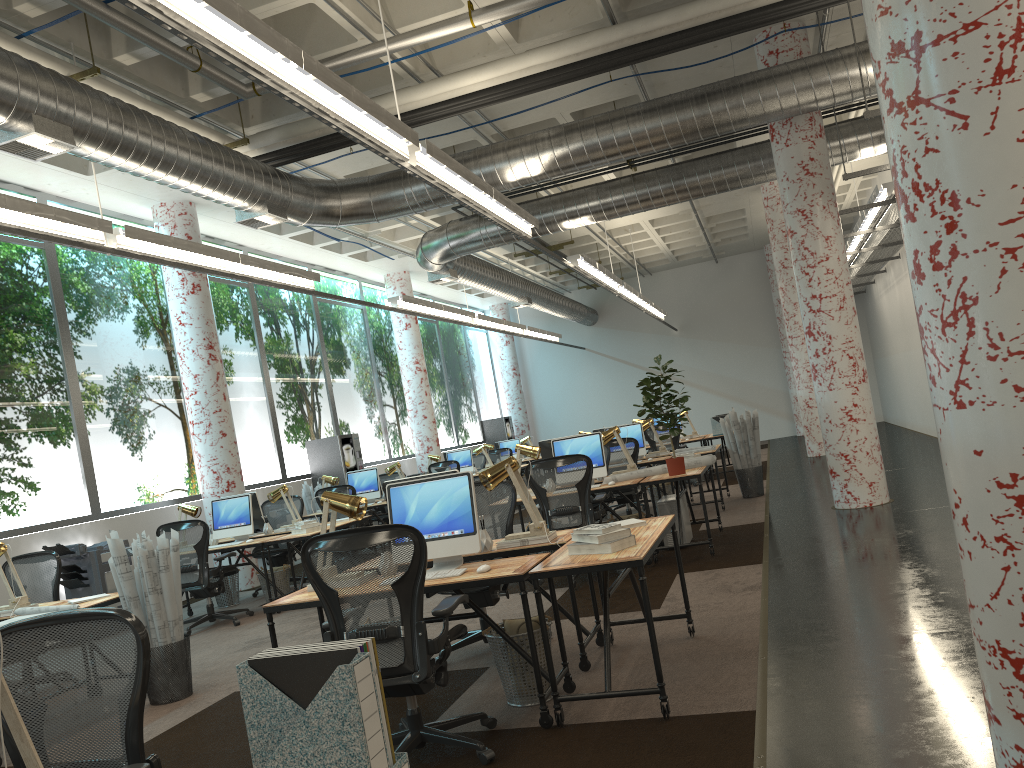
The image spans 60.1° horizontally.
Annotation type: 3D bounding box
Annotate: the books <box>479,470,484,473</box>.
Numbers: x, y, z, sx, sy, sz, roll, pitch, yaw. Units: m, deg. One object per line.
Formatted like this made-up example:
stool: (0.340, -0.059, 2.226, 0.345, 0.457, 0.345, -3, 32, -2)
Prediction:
books: (-0.452, 1.617, 16.611, 0.309, 0.038, 0.225, -11, -3, 16)

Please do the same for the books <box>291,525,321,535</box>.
books: (-2.093, 1.486, 9.025, 0.273, 0.050, 0.199, -13, -4, 44)

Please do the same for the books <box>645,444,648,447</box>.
books: (2.157, 1.078, 15.152, 0.309, 0.038, 0.225, -11, -3, 16)

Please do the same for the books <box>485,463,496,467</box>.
books: (-0.526, 1.780, 19.345, 0.309, 0.038, 0.225, -11, -3, 16)

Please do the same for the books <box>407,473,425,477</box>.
books: (-1.265, 1.363, 11.874, 0.234, 0.310, 0.068, -10, 0, 16)

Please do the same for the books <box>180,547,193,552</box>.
books: (-3.425, 1.747, 9.413, 0.309, 0.038, 0.225, -11, -3, 16)

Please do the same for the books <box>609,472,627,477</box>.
books: (1.116, 0.888, 8.721, 0.309, 0.038, 0.225, -11, -3, 16)

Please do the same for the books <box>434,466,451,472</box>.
books: (-0.982, 1.366, 12.844, 0.234, 0.310, 0.068, -10, 0, 16)

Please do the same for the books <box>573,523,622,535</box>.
books: (0.415, 0.708, 4.327, 0.186, 0.030, 0.152, -13, -4, 44)

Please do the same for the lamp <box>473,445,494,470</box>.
lamp: (-0.449, 1.433, 16.598, 0.530, 0.610, 0.218, -11, -1, 36)

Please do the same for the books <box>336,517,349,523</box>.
books: (-1.894, 1.505, 9.754, 0.200, 0.024, 0.236, -9, -3, -10)

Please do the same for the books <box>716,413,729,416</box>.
books: (3.726, 0.687, 15.587, 0.234, 0.310, 0.068, -10, 0, 16)

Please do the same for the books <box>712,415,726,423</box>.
books: (3.443, 0.684, 14.617, 0.234, 0.310, 0.068, -10, 0, 16)

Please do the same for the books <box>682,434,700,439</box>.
books: (3.140, 0.926, 15.532, 0.309, 0.038, 0.225, -11, -3, 16)

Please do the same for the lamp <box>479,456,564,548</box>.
lamp: (0.088, 0.707, 5.065, 0.530, 0.610, 0.218, -11, -1, 36)

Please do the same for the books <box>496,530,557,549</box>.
books: (0.085, 0.892, 5.078, 0.309, 0.038, 0.225, -11, -3, 16)

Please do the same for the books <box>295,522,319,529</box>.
books: (-2.095, 1.440, 9.052, 0.192, 0.044, 0.258, -9, -3, -26)

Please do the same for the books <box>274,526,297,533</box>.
books: (-2.442, 1.594, 9.793, 0.309, 0.038, 0.225, -11, -3, 16)

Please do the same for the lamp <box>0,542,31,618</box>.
lamp: (-3.501, 1.398, 6.148, 0.530, 0.610, 0.208, -11, -1, 36)

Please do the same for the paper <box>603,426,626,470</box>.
paper: (1.834, 1.331, 16.028, 0.440, 1.198, 0.413, -10, 0, -6)

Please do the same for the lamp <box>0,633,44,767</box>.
lamp: (-0.928, 0.695, 1.572, 0.530, 0.610, 0.218, -11, -1, 36)

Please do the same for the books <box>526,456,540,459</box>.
books: (0.457, 1.628, 19.726, 0.309, 0.038, 0.225, -11, -3, 16)

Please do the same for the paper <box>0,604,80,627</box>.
paper: (-3.137, 1.484, 5.597, 0.569, 0.061, 0.625, -11, -3, 14)

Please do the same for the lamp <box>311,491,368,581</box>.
lamp: (-0.964, 0.873, 4.711, 0.530, 0.610, 0.218, -11, -1, 36)

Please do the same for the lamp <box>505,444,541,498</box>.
lamp: (0.067, 0.869, 8.354, 0.530, 0.610, 0.218, -11, -1, 36)

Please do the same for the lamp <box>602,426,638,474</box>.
lamp: (1.116, 0.703, 8.704, 0.530, 0.610, 0.208, -11, -1, 36)

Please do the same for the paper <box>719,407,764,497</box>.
paper: (3.021, 0.876, 11.529, 0.440, 1.198, 0.413, -10, 0, -6)

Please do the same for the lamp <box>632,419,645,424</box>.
lamp: (2.091, 0.907, 15.165, 0.530, 0.610, 0.218, -11, -1, 36)

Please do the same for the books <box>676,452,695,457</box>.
books: (1.705, 0.701, 8.744, 0.185, 0.030, 0.152, -11, -3, 14)

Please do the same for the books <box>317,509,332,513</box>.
books: (-2.551, 1.757, 12.409, 0.309, 0.038, 0.225, -11, -3, 16)

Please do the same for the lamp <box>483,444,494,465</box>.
lamp: (-0.592, 1.609, 19.359, 0.530, 0.610, 0.218, -11, -1, 36)

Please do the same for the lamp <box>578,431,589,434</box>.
lamp: (0.887, 0.912, 11.381, 0.530, 0.610, 0.208, -11, -1, 36)

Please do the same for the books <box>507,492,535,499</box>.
books: (0.133, 1.040, 8.341, 0.309, 0.038, 0.225, -11, -3, 16)

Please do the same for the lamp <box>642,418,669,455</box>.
lamp: (1.934, 0.747, 11.727, 0.530, 0.610, 0.208, -11, -1, 36)

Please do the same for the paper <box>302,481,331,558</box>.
paper: (-2.874, 2.009, 13.285, 0.440, 1.198, 0.413, -10, 0, -6)

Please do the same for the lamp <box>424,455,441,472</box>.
lamp: (-1.501, 1.599, 16.244, 0.530, 0.610, 0.218, -11, -1, 36)

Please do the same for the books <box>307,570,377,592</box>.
books: (-0.898, 1.044, 4.698, 0.309, 0.038, 0.225, -11, -3, 16)

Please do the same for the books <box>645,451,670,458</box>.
books: (1.933, 0.931, 11.744, 0.309, 0.038, 0.225, -11, -3, 16)

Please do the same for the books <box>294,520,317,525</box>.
books: (-2.112, 1.411, 9.042, 0.186, 0.030, 0.152, -13, -4, 44)

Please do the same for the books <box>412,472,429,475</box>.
books: (-1.223, 1.363, 12.016, 0.234, 0.310, 0.068, -10, 0, 16)

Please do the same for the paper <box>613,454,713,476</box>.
paper: (1.397, 0.794, 8.315, 1.131, 0.082, 0.083, -9, -2, -19)

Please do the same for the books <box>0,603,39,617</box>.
books: (-3.502, 1.582, 6.164, 0.309, 0.038, 0.225, -11, -3, 16)

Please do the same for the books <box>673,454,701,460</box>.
books: (1.716, 0.732, 8.758, 0.258, 0.044, 0.192, -12, -4, 34)

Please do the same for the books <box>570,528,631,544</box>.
books: (0.432, 0.738, 4.336, 0.192, 0.044, 0.258, -9, -3, -26)

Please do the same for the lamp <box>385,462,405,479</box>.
lamp: (-1.564, 1.420, 12.776, 0.530, 0.610, 0.218, -11, -1, 36)

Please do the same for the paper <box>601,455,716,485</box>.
paper: (1.349, 0.793, 8.155, 1.132, 0.082, 0.083, -10, -2, -9)

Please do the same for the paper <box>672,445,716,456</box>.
paper: (2.298, 0.833, 11.176, 0.569, 0.061, 0.625, -11, -3, 14)

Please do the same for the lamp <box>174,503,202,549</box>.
lamp: (-3.491, 1.576, 9.426, 0.530, 0.610, 0.218, -11, -1, 36)

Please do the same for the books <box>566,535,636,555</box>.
books: (0.434, 0.784, 4.310, 0.273, 0.050, 0.199, -13, -4, 44)

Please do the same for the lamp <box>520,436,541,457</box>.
lamp: (0.461, 1.443, 19.713, 0.530, 0.610, 0.218, -11, -1, 36)

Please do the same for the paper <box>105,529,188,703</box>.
paper: (-2.414, 1.527, 5.949, 0.440, 1.198, 0.413, -10, 0, -6)

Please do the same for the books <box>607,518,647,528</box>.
books: (0.633, 0.802, 5.038, 0.200, 0.024, 0.236, -9, -3, -10)

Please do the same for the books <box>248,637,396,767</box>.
books: (-0.345, 0.641, 1.640, 0.234, 0.310, 0.068, -10, 0, 16)

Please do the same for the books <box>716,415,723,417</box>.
books: (3.485, 0.685, 14.759, 0.234, 0.310, 0.068, -10, 0, 16)

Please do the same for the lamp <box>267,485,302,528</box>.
lamp: (-2.442, 1.410, 9.776, 0.530, 0.610, 0.208, -11, -1, 36)

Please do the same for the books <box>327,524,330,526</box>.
books: (-2.030, 1.514, 9.435, 0.243, 0.019, 0.206, -10, -3, -6)

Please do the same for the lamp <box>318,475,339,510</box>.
lamp: (-2.614, 1.586, 12.426, 0.530, 0.610, 0.208, -11, -1, 36)

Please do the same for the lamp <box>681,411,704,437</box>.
lamp: (3.144, 0.742, 15.519, 0.530, 0.610, 0.218, -11, -1, 36)
